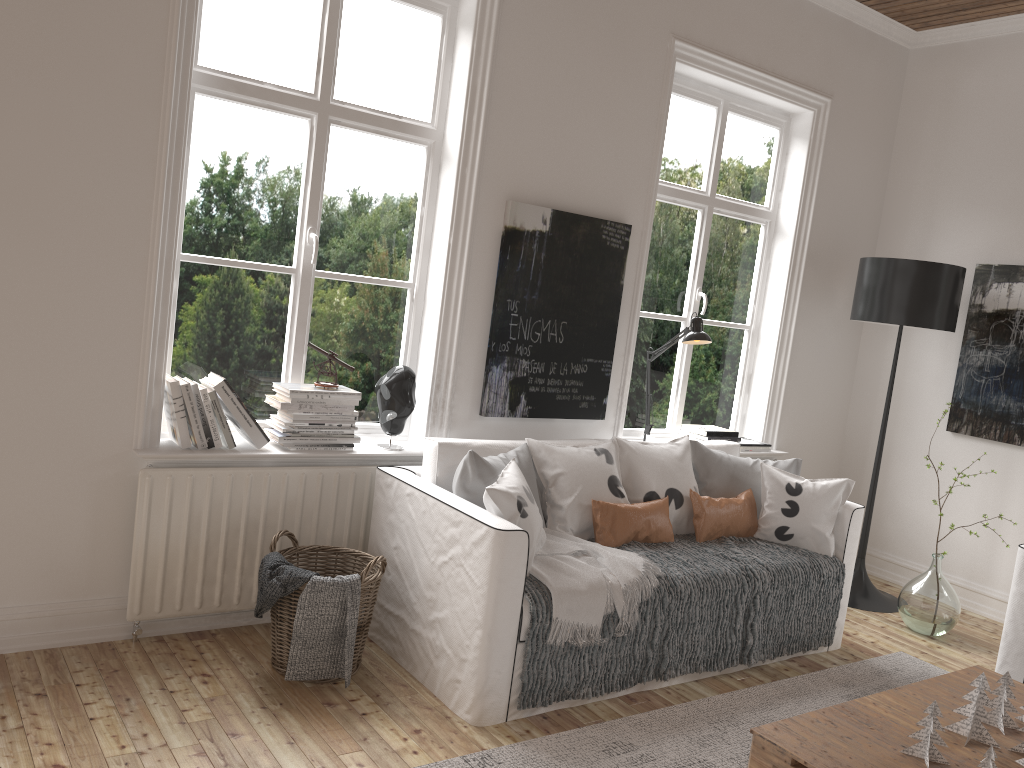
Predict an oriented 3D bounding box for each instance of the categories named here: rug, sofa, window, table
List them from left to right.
[{"bbox_3d":[-0.756,-0.678,3.397,1.055,1.872,0.120,3,7,-36],"label":"window"},{"bbox_3d":[0.478,0.663,3.621,1.960,0.776,0.866,3,7,-36],"label":"sofa"},{"bbox_3d":[1.001,-0.583,4.662,1.055,1.872,0.120,3,7,-36],"label":"window"},{"bbox_3d":[1.307,1.139,2.383,1.189,0.300,0.821,3,7,-36],"label":"table"},{"bbox_3d":[1.366,1.307,2.297,2.474,0.003,2.254,3,7,-36],"label":"rug"},{"bbox_3d":[2.813,1.038,2.921,0.866,0.776,1.960,3,7,-36],"label":"sofa"}]

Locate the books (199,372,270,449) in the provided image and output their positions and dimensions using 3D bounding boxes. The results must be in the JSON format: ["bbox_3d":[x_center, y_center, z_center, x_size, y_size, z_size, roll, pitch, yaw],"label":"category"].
[{"bbox_3d":[-1.011,0.096,3.236,0.226,0.255,0.176,3,7,-36],"label":"books"}]

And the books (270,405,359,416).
[{"bbox_3d":[-0.763,0.096,3.428,0.288,0.016,0.182,3,7,-36],"label":"books"}]

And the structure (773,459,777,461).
[{"bbox_3d":[0.950,0.802,4.633,1.223,0.829,0.095,3,7,-36],"label":"structure"}]

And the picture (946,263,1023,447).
[{"bbox_3d":[2.620,-0.140,4.495,0.041,0.908,0.680,3,7,-36],"label":"picture"}]

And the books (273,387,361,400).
[{"bbox_3d":[-0.749,0.035,3.404,0.288,0.016,0.182,3,7,-36],"label":"books"}]

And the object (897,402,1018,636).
[{"bbox_3d":[2.164,0.655,4.245,0.515,1.117,0.275,5,6,-19],"label":"object"}]

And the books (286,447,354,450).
[{"bbox_3d":[-0.763,0.233,3.428,0.254,0.012,0.161,3,7,-36],"label":"books"}]

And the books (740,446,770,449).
[{"bbox_3d":[1.265,0.331,4.869,0.248,0.014,0.187,3,7,-38],"label":"books"}]

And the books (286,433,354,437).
[{"bbox_3d":[-0.760,0.182,3.428,0.254,0.013,0.161,3,7,-36],"label":"books"}]

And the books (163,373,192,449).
[{"bbox_3d":[-1.187,0.093,3.117,0.093,0.239,0.172,3,7,-36],"label":"books"}]

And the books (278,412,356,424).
[{"bbox_3d":[-0.753,0.131,3.414,0.254,0.012,0.161,3,7,-36],"label":"books"}]

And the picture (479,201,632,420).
[{"bbox_3d":[0.204,-0.297,3.921,0.680,0.908,0.041,3,7,-36],"label":"picture"}]

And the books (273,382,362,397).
[{"bbox_3d":[-0.746,0.021,3.391,0.288,0.016,0.182,3,7,-36],"label":"books"}]

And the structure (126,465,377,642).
[{"bbox_3d":[-0.810,0.706,3.365,1.223,0.829,0.095,3,7,-36],"label":"structure"}]

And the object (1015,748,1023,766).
[{"bbox_3d":[1.285,0.916,2.171,0.097,0.178,0.103,9,6,17],"label":"object"}]

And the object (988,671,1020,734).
[{"bbox_3d":[1.410,0.901,2.544,0.090,0.164,0.095,4,7,-29],"label":"object"}]

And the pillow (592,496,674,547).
[{"bbox_3d":[0.485,0.565,3.518,0.414,0.220,0.116,3,7,-35],"label":"pillow"}]

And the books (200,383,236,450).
[{"bbox_3d":[-1.067,0.115,3.195,0.118,0.213,0.161,3,7,-36],"label":"books"}]

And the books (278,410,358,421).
[{"bbox_3d":[-0.750,0.115,3.423,0.263,0.017,0.167,3,7,-36],"label":"books"}]

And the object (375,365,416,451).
[{"bbox_3d":[-0.474,0.090,3.574,0.171,0.340,0.177,7,6,0],"label":"object"}]

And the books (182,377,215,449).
[{"bbox_3d":[-1.121,0.102,3.155,0.104,0.232,0.152,3,7,-36],"label":"books"}]

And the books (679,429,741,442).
[{"bbox_3d":[1.050,0.273,4.712,0.258,0.023,0.212,3,7,-36],"label":"books"}]

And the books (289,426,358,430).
[{"bbox_3d":[-0.746,0.156,3.421,0.256,0.013,0.161,3,7,-36],"label":"books"}]

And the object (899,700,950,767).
[{"bbox_3d":[1.076,0.887,2.277,0.088,0.161,0.093,4,7,-27],"label":"object"}]

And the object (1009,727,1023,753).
[{"bbox_3d":[1.428,0.906,2.371,0.113,0.195,0.107,4,7,-29],"label":"object"}]

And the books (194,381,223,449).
[{"bbox_3d":[-1.101,0.110,3.176,0.101,0.218,0.161,3,7,-36],"label":"books"}]

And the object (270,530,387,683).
[{"bbox_3d":[-0.649,0.754,3.039,0.393,0.432,0.393,6,6,-14],"label":"object"}]

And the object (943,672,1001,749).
[{"bbox_3d":[1.276,0.880,2.434,0.112,0.193,0.106,7,6,-8],"label":"object"}]

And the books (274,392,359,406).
[{"bbox_3d":[-0.750,0.054,3.408,0.273,0.021,0.174,3,7,-36],"label":"books"}]

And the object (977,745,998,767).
[{"bbox_3d":[1.145,0.929,2.141,0.068,0.124,0.072,12,8,38],"label":"object"}]

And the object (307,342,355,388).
[{"bbox_3d":[-0.694,-0.071,3.388,0.177,0.161,0.092,10,6,22],"label":"object"}]

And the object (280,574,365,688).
[{"bbox_3d":[-0.644,0.771,2.997,0.290,0.356,0.349,7,6,-7],"label":"object"}]

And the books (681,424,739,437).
[{"bbox_3d":[1.048,0.249,4.701,0.239,0.028,0.190,3,7,-34],"label":"books"}]

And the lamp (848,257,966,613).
[{"bbox_3d":[1.926,0.253,4.606,0.499,1.754,0.499,3,8,-39],"label":"lamp"}]

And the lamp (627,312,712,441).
[{"bbox_3d":[0.776,-0.011,4.328,0.196,0.703,0.439,3,7,-36],"label":"lamp"}]

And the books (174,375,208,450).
[{"bbox_3d":[-1.146,0.099,3.134,0.112,0.235,0.172,3,7,-36],"label":"books"}]

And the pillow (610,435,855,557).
[{"bbox_3d":[0.917,0.489,3.848,1.081,0.450,0.403,6,6,-12],"label":"pillow"}]

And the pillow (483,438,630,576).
[{"bbox_3d":[0.143,0.451,3.324,0.417,0.414,1.020,12,7,36],"label":"pillow"}]

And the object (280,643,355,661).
[{"bbox_3d":[-0.663,0.864,3.055,0.280,0.186,0.291,12,8,39],"label":"object"}]

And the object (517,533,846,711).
[{"bbox_3d":[0.556,0.833,3.516,1.680,0.423,0.651,3,7,-35],"label":"object"}]

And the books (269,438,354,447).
[{"bbox_3d":[-0.772,0.221,3.415,0.285,0.012,0.159,3,7,-36],"label":"books"}]

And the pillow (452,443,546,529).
[{"bbox_3d":[-0.060,0.429,3.280,0.282,0.431,0.541,10,7,28],"label":"pillow"}]

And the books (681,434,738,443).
[{"bbox_3d":[1.045,0.297,4.702,0.242,0.023,0.191,3,7,-38],"label":"books"}]

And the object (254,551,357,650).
[{"bbox_3d":[-0.699,0.748,2.988,0.367,0.332,0.303,1,8,-45],"label":"object"}]

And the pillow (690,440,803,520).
[{"bbox_3d":[1.023,0.495,4.019,0.546,0.437,0.292,7,6,-3],"label":"pillow"}]

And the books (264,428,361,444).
[{"bbox_3d":[-0.772,0.200,3.422,0.331,0.025,0.176,3,7,-36],"label":"books"}]

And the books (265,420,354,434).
[{"bbox_3d":[-0.781,0.166,3.428,0.288,0.016,0.182,3,7,-36],"label":"books"}]

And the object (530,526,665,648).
[{"bbox_3d":[0.210,0.678,3.252,0.588,0.255,0.729,4,7,-32],"label":"object"}]

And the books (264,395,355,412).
[{"bbox_3d":[-0.779,0.074,3.411,0.296,0.028,0.180,3,7,-36],"label":"books"}]

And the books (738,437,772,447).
[{"bbox_3d":[1.265,0.318,4.875,0.251,0.012,0.202,3,7,-34],"label":"books"}]

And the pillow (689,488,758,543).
[{"bbox_3d":[0.913,0.567,3.791,0.414,0.235,0.117,3,7,-36],"label":"pillow"}]

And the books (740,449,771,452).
[{"bbox_3d":[1.267,0.345,4.873,0.253,0.014,0.187,3,7,-36],"label":"books"}]

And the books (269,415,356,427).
[{"bbox_3d":[-0.767,0.142,3.414,0.285,0.012,0.159,3,7,-36],"label":"books"}]

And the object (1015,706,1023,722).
[{"bbox_3d":[1.526,0.908,2.558,0.090,0.176,0.090,9,6,16],"label":"object"}]
